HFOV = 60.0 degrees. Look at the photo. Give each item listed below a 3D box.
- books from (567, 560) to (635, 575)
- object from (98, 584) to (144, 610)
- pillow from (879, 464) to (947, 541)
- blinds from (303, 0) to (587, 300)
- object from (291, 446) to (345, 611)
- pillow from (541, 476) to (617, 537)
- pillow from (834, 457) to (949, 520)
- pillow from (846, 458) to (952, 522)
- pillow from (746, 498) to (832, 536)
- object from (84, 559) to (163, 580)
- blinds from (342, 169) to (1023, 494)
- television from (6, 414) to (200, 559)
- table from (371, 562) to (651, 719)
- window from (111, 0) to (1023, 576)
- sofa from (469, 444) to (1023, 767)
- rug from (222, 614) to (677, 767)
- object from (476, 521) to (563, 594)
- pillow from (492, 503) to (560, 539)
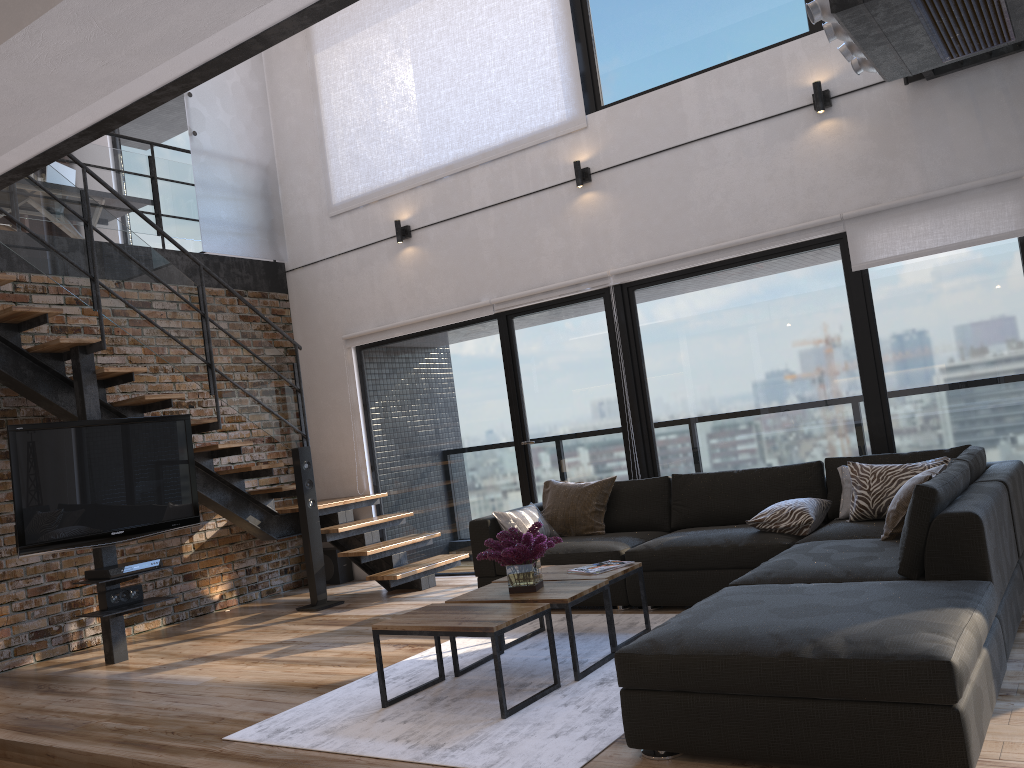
[{"bbox_3d":[0.445,0.916,4.430,0.294,0.013,0.229,-5,-4,-35],"label":"books"},{"bbox_3d":[-2.437,1.330,5.533,0.089,0.112,0.247,-10,-4,34],"label":"object"},{"bbox_3d":[1.904,0.560,4.182,0.273,0.309,0.546,-10,-4,33],"label":"pillow"},{"bbox_3d":[-2.052,-2.222,6.962,10.208,2.974,1.996,-8,-3,12],"label":"blinds"},{"bbox_3d":[-1.512,1.074,6.658,0.271,1.205,0.271,-10,-3,39],"label":"object"},{"bbox_3d":[0.403,0.821,5.909,0.610,0.382,0.265,-10,-4,34],"label":"pillow"},{"bbox_3d":[2.042,0.570,4.767,0.612,0.294,0.234,-10,-4,34],"label":"pillow"},{"bbox_3d":[2.005,0.542,4.602,0.532,0.314,0.250,-10,-4,37],"label":"pillow"},{"bbox_3d":[1.540,0.730,4.889,0.356,0.177,0.530,-10,-4,31],"label":"pillow"},{"bbox_3d":[-2.399,1.149,5.492,0.275,0.058,0.360,-10,-4,34],"label":"object"},{"bbox_3d":[0.842,0.197,6.254,5.375,2.042,0.095,-10,-3,34],"label":"blinds"},{"bbox_3d":[-2.522,0.613,5.537,0.136,0.783,1.206,-9,-4,34],"label":"television"},{"bbox_3d":[0.067,1.129,4.083,0.698,0.350,1.298,-10,-4,34],"label":"table"},{"bbox_3d":[-0.450,-1.169,5.066,13.413,5.563,5.661,-10,-4,34],"label":"window"},{"bbox_3d":[0.718,0.883,4.354,3.047,0.700,2.997,-10,-4,34],"label":"sofa"},{"bbox_3d":[0.074,1.302,4.040,1.639,0.003,2.112,-10,-4,34],"label":"rug"},{"bbox_3d":[0.047,0.784,4.105,0.342,0.342,0.375,-10,-4,35],"label":"object"},{"bbox_3d":[0.101,0.916,5.709,0.212,0.265,0.498,-10,-4,34],"label":"pillow"}]
